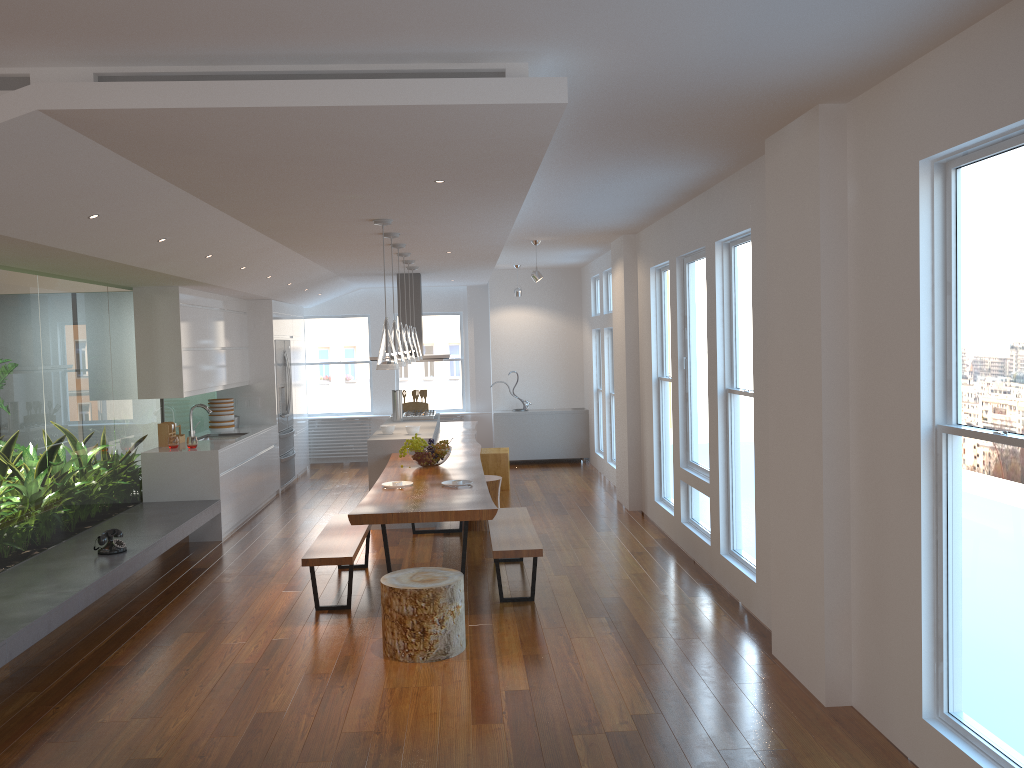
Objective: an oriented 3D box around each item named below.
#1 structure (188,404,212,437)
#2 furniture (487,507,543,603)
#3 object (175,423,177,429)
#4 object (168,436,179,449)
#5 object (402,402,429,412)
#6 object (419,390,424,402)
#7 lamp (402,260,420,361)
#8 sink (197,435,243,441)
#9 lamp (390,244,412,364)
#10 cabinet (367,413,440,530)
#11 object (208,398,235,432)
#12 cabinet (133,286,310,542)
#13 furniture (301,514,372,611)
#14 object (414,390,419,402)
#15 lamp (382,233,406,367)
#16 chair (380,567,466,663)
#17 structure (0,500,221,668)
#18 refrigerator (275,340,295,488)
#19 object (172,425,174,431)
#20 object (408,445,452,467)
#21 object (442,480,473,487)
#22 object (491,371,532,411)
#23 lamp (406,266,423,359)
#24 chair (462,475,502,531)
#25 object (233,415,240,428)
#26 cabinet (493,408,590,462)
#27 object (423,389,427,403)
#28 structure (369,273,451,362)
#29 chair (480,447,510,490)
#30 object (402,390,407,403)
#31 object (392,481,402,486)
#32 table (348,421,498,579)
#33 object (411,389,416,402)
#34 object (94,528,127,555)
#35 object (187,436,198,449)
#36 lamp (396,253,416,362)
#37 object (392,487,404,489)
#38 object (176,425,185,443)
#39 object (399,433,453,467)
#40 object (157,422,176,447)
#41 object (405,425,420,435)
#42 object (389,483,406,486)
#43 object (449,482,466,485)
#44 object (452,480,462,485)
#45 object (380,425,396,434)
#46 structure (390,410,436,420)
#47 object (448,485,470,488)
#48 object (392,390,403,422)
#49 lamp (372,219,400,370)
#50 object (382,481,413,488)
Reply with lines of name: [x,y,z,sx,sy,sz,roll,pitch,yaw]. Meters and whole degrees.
structure: [-3.184,0.465,9.096,0.248,0.536,0.115,-2,3,-3]
furniture: [0.001,1.208,6.318,0.316,0.389,1.433,-2,3,-3]
object: [-3.245,0.472,8.546,0.042,0.192,0.040,0,3,34]
object: [-3.088,0.535,8.086,0.094,0.106,0.094,-1,3,2]
object: [-1.210,0.298,10.985,0.353,0.157,0.084,-2,3,-3]
object: [-1.113,0.218,10.980,0.068,0.298,0.039,-2,3,-3]
lamp: [-1.009,-0.759,8.773,0.160,1.060,0.160,0,3,24]
sink: [-2.983,0.657,9.088,0.449,0.192,0.666,-2,3,-3]
lamp: [-0.926,-0.692,7.331,0.160,1.060,0.160,0,3,24]
cabinet: [-1.106,0.855,9.648,0.597,0.832,2.936,-2,3,-3]
object: [-3.161,0.343,9.647,0.267,0.356,0.266,0,3,22]
cabinet: [-3.076,0.179,10.096,0.676,2.280,4.565,-2,3,-3]
furniture: [-1.189,1.244,6.251,0.316,0.389,1.433,-2,3,-3]
object: [-1.177,0.219,10.974,0.057,0.299,0.019,-2,3,-3]
lamp: [-0.884,-0.659,6.610,0.160,1.060,0.160,0,3,24]
chair: [-0.495,1.277,4.950,0.460,0.400,0.460,-1,3,7]
structure: [-3.999,1.364,5.668,3.088,0.386,5.584,-2,3,-3]
refrigerator: [-3.059,0.358,10.850,0.725,1.772,0.908,-2,3,-3]
object: [-3.209,0.477,8.382,0.040,0.192,0.042,-4,4,-43]
object: [-0.670,0.598,7.243,0.360,0.159,0.360,-4,4,-40]
object: [-0.385,0.701,6.238,0.222,0.020,0.222,-2,3,-11]
object: [0.003,0.099,12.292,0.590,0.563,0.210,-3,3,-32]
lamp: [-1.050,-0.792,9.494,0.160,1.060,0.160,0,3,24]
chair: [-0.284,1.096,8.178,0.396,0.455,0.402,-2,3,-13]
object: [-3.215,0.409,10.034,0.265,0.196,0.284,1,4,39]
cabinet: [0.402,0.729,12.388,1.309,0.725,0.420,-2,3,-3]
object: [-1.077,0.216,11.000,0.057,0.294,0.030,-2,3,-3]
structure: [-1.202,-0.965,10.453,0.909,1.405,0.900,-2,3,-3]
chair: [-0.205,0.995,10.399,0.344,0.430,0.549,-2,3,1]
object: [-1.331,0.222,10.985,0.055,0.299,0.027,-2,3,-3]
object: [-0.809,0.706,6.262,0.070,0.030,0.079,-4,4,-40]
table: [-0.690,0.973,8.277,0.893,0.704,5.996,-2,3,-3]
object: [-1.212,0.219,10.991,0.061,0.299,0.040,-2,3,-6]
object: [-2.685,1.046,5.906,0.216,0.155,0.181,-4,3,-38]
object: [-2.904,0.532,8.050,0.094,0.106,0.094,-1,3,2]
lamp: [-0.967,-0.725,8.052,0.160,1.060,0.160,0,3,24]
object: [-0.815,0.722,6.128,0.149,0.014,0.044,-2,3,-5]
object: [-3.246,0.487,8.595,0.100,0.170,0.173,-2,3,-2]
object: [-0.698,0.535,7.252,0.394,0.284,0.292,-4,4,-39]
object: [-3.246,0.473,8.346,0.104,0.222,0.200,-2,3,-3]
object: [-0.957,0.446,8.556,0.152,0.082,0.152,-4,4,-42]
object: [-0.809,0.716,6.262,0.124,0.011,0.124,-1,3,18]
object: [-0.385,0.706,6.239,0.124,0.011,0.124,-3,3,-21]
object: [-0.386,0.695,6.238,0.079,0.030,0.070,1,4,40]
object: [-1.213,0.448,8.665,0.152,0.082,0.152,0,3,36]
structure: [-1.169,0.362,10.544,0.520,0.073,0.650,-2,3,-3]
object: [-0.366,0.705,6.133,0.158,0.017,0.019,-2,3,-8]
object: [-1.290,0.246,10.072,0.120,0.356,0.172,1,4,45]
lamp: [-0.842,-0.626,5.889,0.160,1.060,0.160,0,3,24]
object: [-0.809,0.712,6.262,0.222,0.020,0.222,0,3,37]
